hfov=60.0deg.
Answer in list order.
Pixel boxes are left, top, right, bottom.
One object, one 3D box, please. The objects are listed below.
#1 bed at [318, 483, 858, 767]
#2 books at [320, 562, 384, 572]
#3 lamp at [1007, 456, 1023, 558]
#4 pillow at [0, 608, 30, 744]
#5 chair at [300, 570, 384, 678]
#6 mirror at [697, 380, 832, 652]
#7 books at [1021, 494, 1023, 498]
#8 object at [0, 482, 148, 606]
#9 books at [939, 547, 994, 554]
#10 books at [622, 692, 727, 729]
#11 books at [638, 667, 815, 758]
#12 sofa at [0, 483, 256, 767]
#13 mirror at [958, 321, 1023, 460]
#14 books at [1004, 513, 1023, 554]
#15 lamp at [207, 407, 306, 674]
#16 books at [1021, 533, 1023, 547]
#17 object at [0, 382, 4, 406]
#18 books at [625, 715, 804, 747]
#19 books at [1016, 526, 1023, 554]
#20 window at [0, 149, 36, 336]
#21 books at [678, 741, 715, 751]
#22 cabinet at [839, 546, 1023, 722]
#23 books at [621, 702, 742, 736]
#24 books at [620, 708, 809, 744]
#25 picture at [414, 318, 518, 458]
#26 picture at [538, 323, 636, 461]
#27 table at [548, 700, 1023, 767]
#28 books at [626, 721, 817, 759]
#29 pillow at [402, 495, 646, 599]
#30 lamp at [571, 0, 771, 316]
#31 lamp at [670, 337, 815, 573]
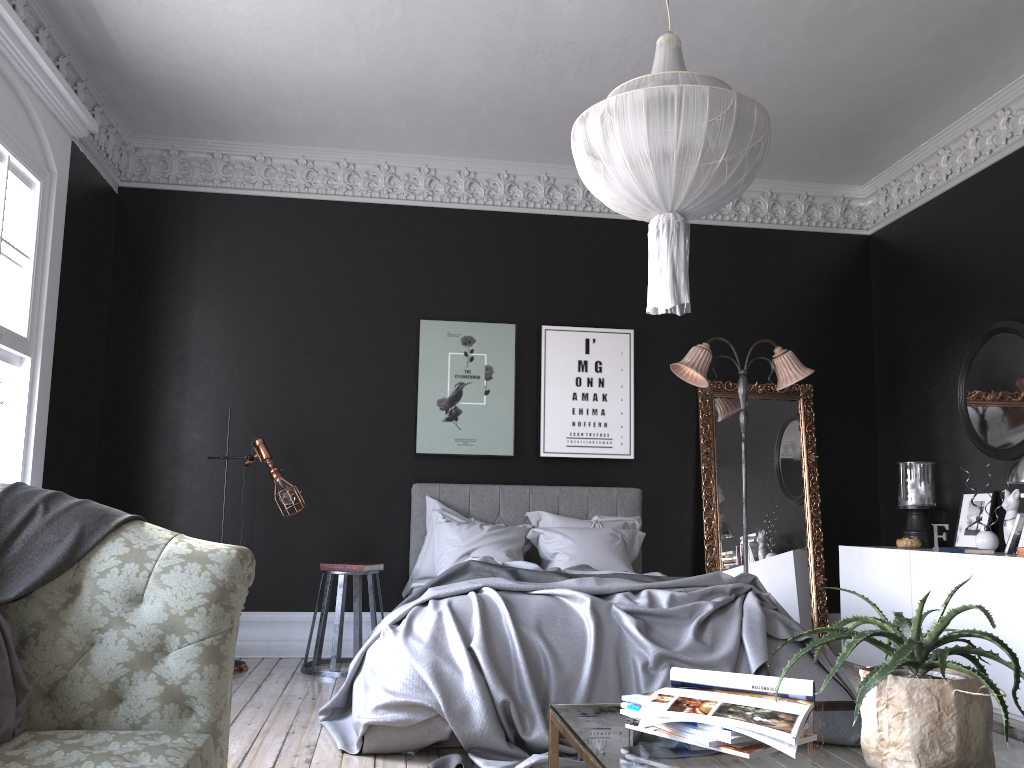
[{"bbox_3d":[0.234,1.205,5.295,2.766,1.295,3.291,4,-9,-19],"label":"bed"},{"bbox_3d":[-1.107,1.269,6.153,0.346,0.045,0.276,-2,-9,22],"label":"books"},{"bbox_3d":[2.871,0.642,4.787,0.329,0.589,0.341,5,-9,-28],"label":"lamp"},{"bbox_3d":[-1.471,0.671,2.045,0.405,0.460,0.966,1,-8,0],"label":"pillow"},{"bbox_3d":[-1.125,1.623,6.105,0.614,0.671,0.614,-5,-10,36],"label":"chair"},{"bbox_3d":[2.003,1.053,7.070,0.991,2.186,0.255,2,-8,-8],"label":"mirror"},{"bbox_3d":[3.131,0.639,5.081,0.220,0.024,0.308,4,-9,-18],"label":"books"},{"bbox_3d":[-1.678,0.554,2.484,0.517,0.583,1.369,-6,-11,41],"label":"object"},{"bbox_3d":[2.769,1.015,5.403,0.193,0.030,0.290,1,-9,-2],"label":"books"},{"bbox_3d":[0.445,0.721,1.986,0.253,0.011,0.319,6,-10,-31],"label":"books"},{"bbox_3d":[0.465,0.697,1.910,0.322,0.108,0.273,-3,-9,27],"label":"books"},{"bbox_3d":[-1.448,0.701,1.515,1.606,1.157,2.820,2,-8,-7],"label":"sofa"},{"bbox_3d":[3.255,0.043,5.883,0.061,0.922,0.926,2,-8,-8],"label":"mirror"},{"bbox_3d":[3.067,0.892,5.273,0.203,0.246,0.159,2,-8,-8],"label":"books"},{"bbox_3d":[-2.186,1.053,6.185,1.719,1.774,0.438,-4,-9,30],"label":"lamp"},{"bbox_3d":[3.108,0.856,5.192,0.220,0.295,0.127,2,-8,-8],"label":"books"},{"bbox_3d":[-2.480,0.111,3.887,0.506,1.131,0.475,-4,-9,32],"label":"object"},{"bbox_3d":[0.436,0.751,1.970,0.253,0.011,0.319,5,-10,-26],"label":"books"},{"bbox_3d":[3.102,0.889,5.237,0.195,0.244,0.132,2,-8,-8],"label":"books"},{"bbox_3d":[-2.671,-0.763,4.411,0.056,1.014,1.266,2,-8,-8],"label":"window"},{"bbox_3d":[0.437,0.782,1.990,0.162,0.023,0.232,2,-9,-7],"label":"books"},{"bbox_3d":[2.912,1.494,5.509,0.570,0.880,2.402,2,-9,-8],"label":"cabinet"},{"bbox_3d":[0.445,0.731,1.976,0.253,0.011,0.319,7,-11,-36],"label":"books"},{"bbox_3d":[0.441,0.738,1.956,0.253,0.011,0.319,7,-11,-36],"label":"books"},{"bbox_3d":[-0.356,0.027,6.950,0.792,1.075,0.014,2,-8,-8],"label":"picture"},{"bbox_3d":[0.604,0.064,7.082,0.792,1.075,0.014,2,-8,-8],"label":"picture"},{"bbox_3d":[0.734,1.033,1.662,1.093,0.557,1.452,2,-9,-8],"label":"table"},{"bbox_3d":[0.451,0.756,1.928,0.253,0.011,0.319,8,-11,-41],"label":"books"},{"bbox_3d":[0.140,1.186,6.419,1.830,0.758,0.682,2,-8,-8],"label":"pillow"},{"bbox_3d":[0.633,-1.286,3.591,0.783,2.043,0.785,-4,-9,35],"label":"lamp"},{"bbox_3d":[1.710,0.848,6.512,0.986,2.405,0.774,-3,-8,25],"label":"lamp"}]
